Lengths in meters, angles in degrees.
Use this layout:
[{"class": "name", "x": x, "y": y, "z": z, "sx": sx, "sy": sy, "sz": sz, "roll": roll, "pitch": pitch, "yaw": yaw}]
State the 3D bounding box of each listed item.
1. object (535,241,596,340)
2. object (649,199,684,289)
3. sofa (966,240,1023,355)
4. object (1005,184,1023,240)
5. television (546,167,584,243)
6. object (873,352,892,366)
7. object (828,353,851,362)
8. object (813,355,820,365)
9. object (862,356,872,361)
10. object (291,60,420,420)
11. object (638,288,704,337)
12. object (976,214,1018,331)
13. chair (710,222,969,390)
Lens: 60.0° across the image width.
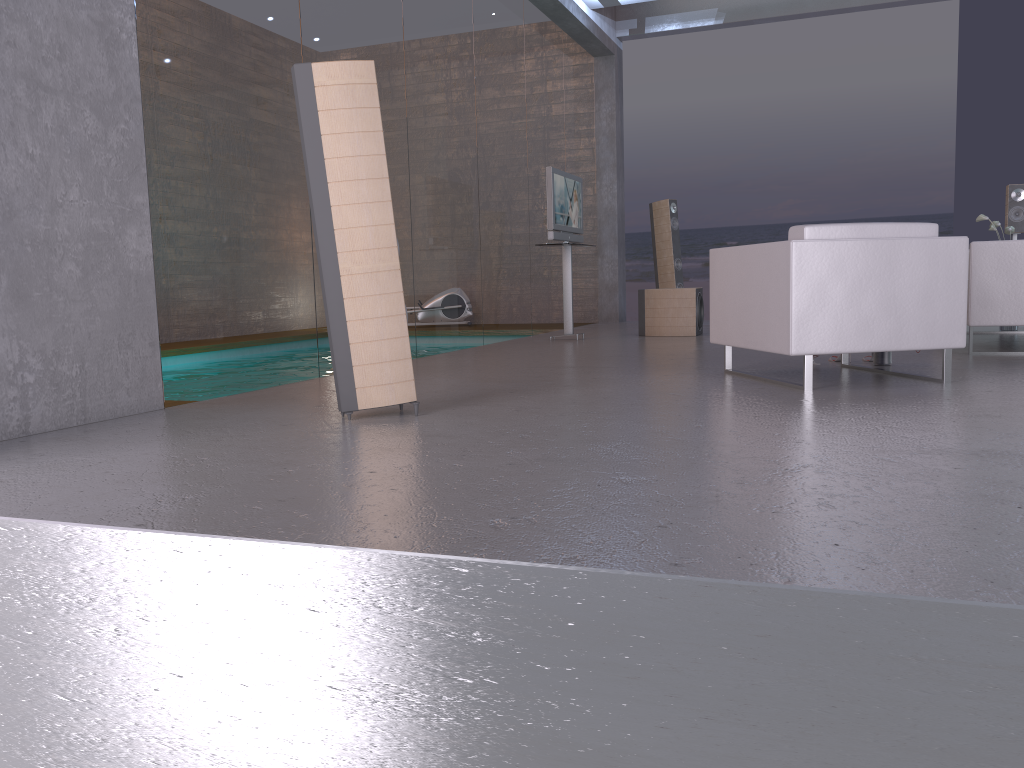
[{"class": "object", "x": 0.534, "y": -0.905, "z": 8.508, "sx": 0.360, "sy": 0.958, "sz": 0.818, "roll": 1, "pitch": 7, "yaw": 20}, {"class": "object", "x": 1.818, "y": -1.417, "z": 10.435, "sx": 0.244, "sy": 1.469, "sz": 0.444, "roll": -8, "pitch": 9, "yaw": -44}, {"class": "sofa", "x": 3.840, "y": -0.725, "z": 6.688, "sx": 1.026, "sy": 0.824, "sz": 2.353, "roll": 1, "pitch": 7, "yaw": 20}, {"class": "object", "x": 4.949, "y": -1.263, "z": 8.738, "sx": 0.243, "sy": 1.363, "sz": 0.333, "roll": 2, "pitch": 7, "yaw": 26}, {"class": "television", "x": 0.512, "y": -1.678, "z": 8.417, "sx": 0.054, "sy": 0.644, "sz": 1.000, "roll": 1, "pitch": 7, "yaw": 20}, {"class": "object", "x": 2.230, "y": -0.331, "z": 5.329, "sx": 0.109, "sy": 0.435, "sz": 0.109, "roll": -8, "pitch": 9, "yaw": -42}, {"class": "object", "x": 2.087, "y": -0.186, "z": 5.638, "sx": 0.079, "sy": 0.087, "sz": 0.235, "roll": -3, "pitch": 7, "yaw": -12}, {"class": "object", "x": 1.873, "y": -0.238, "z": 5.513, "sx": 0.091, "sy": 0.233, "sz": 0.091, "roll": -7, "pitch": 9, "yaw": -41}, {"class": "object", "x": 2.267, "y": -0.182, "z": 5.563, "sx": 0.079, "sy": 0.087, "sz": 0.235, "roll": -2, "pitch": 6, "yaw": -2}, {"class": "object", "x": -0.662, "y": -0.591, "z": 3.735, "sx": 0.444, "sy": 1.473, "sz": 0.244, "roll": -5, "pitch": 7, "yaw": -24}, {"class": "object", "x": 1.580, "y": -0.717, "z": 8.810, "sx": 0.604, "sy": 0.459, "sz": 0.514, "roll": 1, "pitch": 7, "yaw": 20}, {"class": "object", "x": 4.452, "y": -1.008, "z": 8.002, "sx": 0.400, "sy": 1.051, "sz": 0.387, "roll": -6, "pitch": 8, "yaw": -32}, {"class": "chair", "x": 1.694, "y": -0.437, "z": 4.780, "sx": 0.936, "sy": 0.808, "sz": 1.026, "roll": -3, "pitch": 7, "yaw": -9}]
